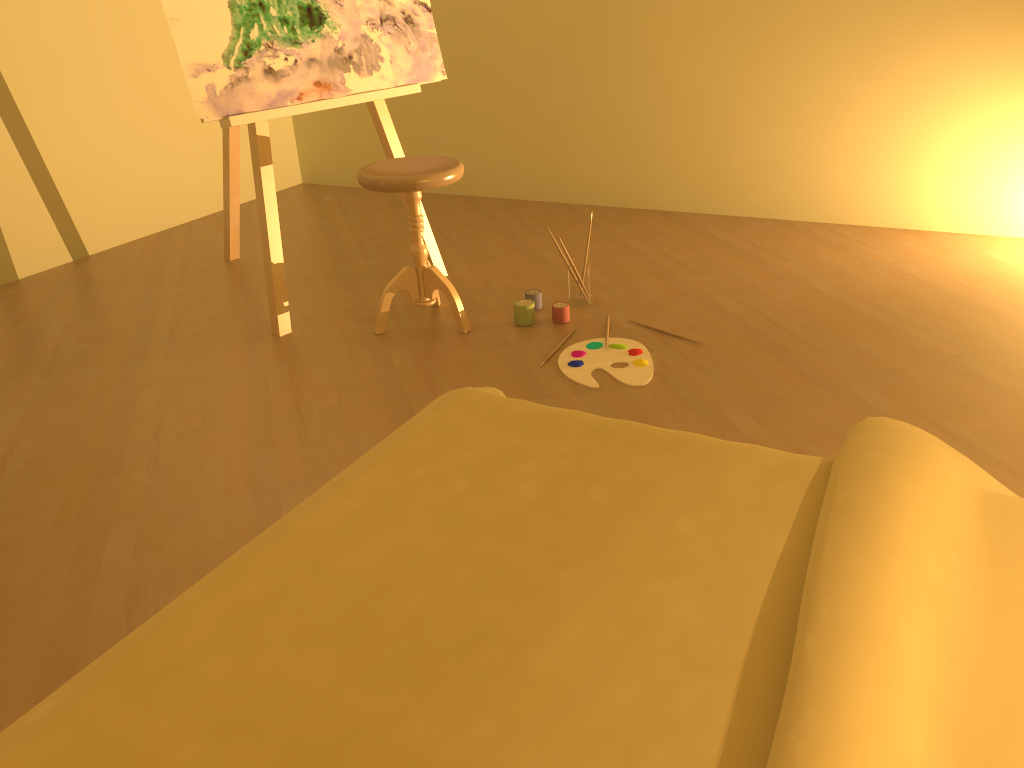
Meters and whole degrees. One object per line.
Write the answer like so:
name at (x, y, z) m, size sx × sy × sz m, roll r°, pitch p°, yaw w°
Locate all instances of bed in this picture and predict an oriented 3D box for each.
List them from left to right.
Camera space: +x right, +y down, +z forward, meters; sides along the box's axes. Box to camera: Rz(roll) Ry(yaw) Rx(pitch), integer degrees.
bed at (0.603, 0.362, 0.759) m, size 2.378 × 0.894 × 1.286 m, roll 10°, pitch 29°, yaw 27°

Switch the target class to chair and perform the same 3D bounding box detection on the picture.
chair at (-0.312, -0.462, 3.009) m, size 0.364 × 0.551 × 0.348 m, roll 17°, pitch 32°, yaw 37°

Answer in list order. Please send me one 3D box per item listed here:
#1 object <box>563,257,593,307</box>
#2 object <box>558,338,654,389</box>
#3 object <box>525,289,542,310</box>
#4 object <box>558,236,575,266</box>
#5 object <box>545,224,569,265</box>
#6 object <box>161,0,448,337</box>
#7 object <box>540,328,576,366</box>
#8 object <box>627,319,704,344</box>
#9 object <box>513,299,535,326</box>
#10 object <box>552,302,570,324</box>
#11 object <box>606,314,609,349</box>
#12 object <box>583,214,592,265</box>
object at (0.240, -0.366, 3.189) m, size 0.106 × 0.157 × 0.106 m, roll -3°, pitch 25°, yaw 2°
object at (0.287, -0.073, 2.738) m, size 0.288 × 0.014 × 0.366 m, roll -3°, pitch 25°, yaw 2°
object at (0.078, -0.303, 3.193) m, size 0.060 × 0.060 × 0.060 m, roll 3°, pitch 26°, yaw 14°
object at (0.221, -0.407, 3.132) m, size 0.010 × 0.278 × 0.172 m, roll 18°, pitch 33°, yaw 38°
object at (0.198, -0.428, 3.172) m, size 0.159 × 0.286 × 0.010 m, roll 8°, pitch 28°, yaw 23°
object at (-0.891, -1.157, 3.116) m, size 1.132 × 1.896 × 0.972 m, roll 2°, pitch 26°, yaw 12°
object at (0.152, -0.124, 2.865) m, size 0.010 × 0.010 × 0.325 m, roll 8°, pitch 28°, yaw 23°
object at (0.500, -0.175, 2.926) m, size 0.010 × 0.010 × 0.325 m, roll -23°, pitch 32°, yaw -35°
object at (0.043, -0.247, 3.064) m, size 0.073 × 0.073 × 0.073 m, roll 13°, pitch 30°, yaw 31°
object at (0.168, -0.245, 3.060) m, size 0.060 × 0.060 × 0.060 m, roll 2°, pitch 26°, yaw 11°
object at (0.318, -0.178, 2.951) m, size 0.010 × 0.015 × 0.325 m, roll 0°, pitch 26°, yaw 8°
object at (0.266, -0.457, 3.187) m, size 0.069 × 0.319 × 0.010 m, roll -19°, pitch 30°, yaw -29°
